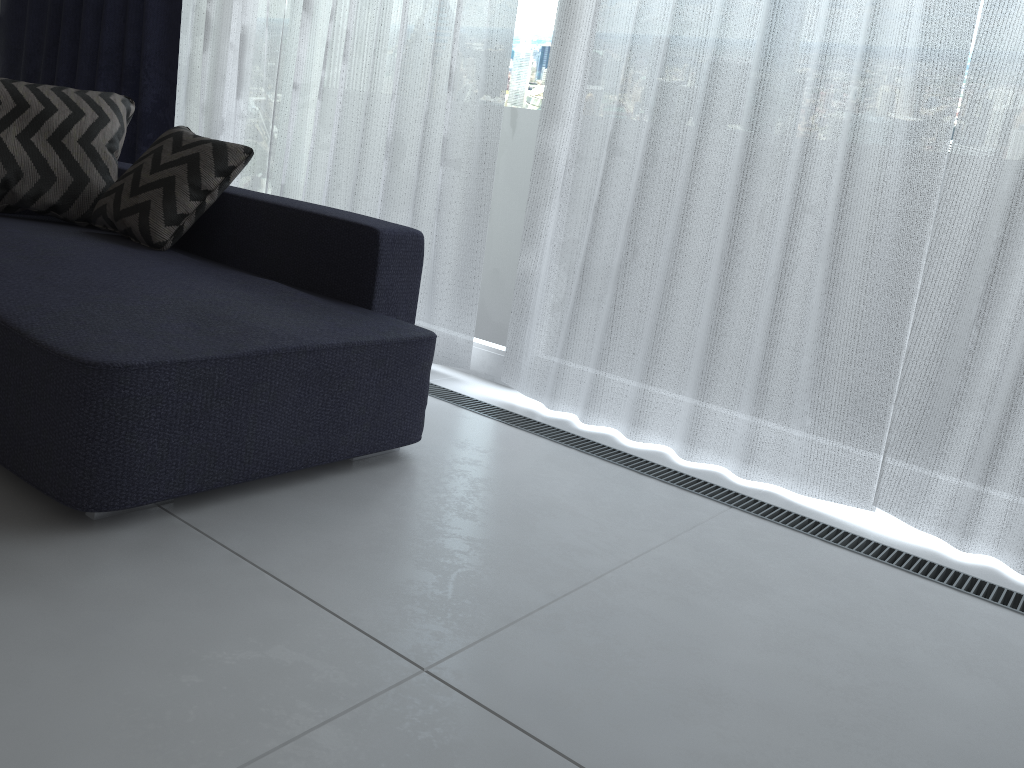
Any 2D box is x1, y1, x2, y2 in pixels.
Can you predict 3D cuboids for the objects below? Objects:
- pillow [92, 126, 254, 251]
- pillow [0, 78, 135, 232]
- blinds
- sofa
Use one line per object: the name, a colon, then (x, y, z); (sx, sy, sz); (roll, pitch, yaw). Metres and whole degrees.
pillow: (-0.994, -0.579, 2.565); (0.420, 0.340, 0.287); (19, 14, 40)
pillow: (-1.522, -0.697, 2.759); (0.596, 0.511, 0.361); (4, 11, -24)
blinds: (-1.506, -1.063, 0.469); (7.229, 2.733, 5.816); (19, 16, 38)
sofa: (-1.646, -0.247, 1.579); (1.921, 0.599, 2.885); (18, 16, 34)
